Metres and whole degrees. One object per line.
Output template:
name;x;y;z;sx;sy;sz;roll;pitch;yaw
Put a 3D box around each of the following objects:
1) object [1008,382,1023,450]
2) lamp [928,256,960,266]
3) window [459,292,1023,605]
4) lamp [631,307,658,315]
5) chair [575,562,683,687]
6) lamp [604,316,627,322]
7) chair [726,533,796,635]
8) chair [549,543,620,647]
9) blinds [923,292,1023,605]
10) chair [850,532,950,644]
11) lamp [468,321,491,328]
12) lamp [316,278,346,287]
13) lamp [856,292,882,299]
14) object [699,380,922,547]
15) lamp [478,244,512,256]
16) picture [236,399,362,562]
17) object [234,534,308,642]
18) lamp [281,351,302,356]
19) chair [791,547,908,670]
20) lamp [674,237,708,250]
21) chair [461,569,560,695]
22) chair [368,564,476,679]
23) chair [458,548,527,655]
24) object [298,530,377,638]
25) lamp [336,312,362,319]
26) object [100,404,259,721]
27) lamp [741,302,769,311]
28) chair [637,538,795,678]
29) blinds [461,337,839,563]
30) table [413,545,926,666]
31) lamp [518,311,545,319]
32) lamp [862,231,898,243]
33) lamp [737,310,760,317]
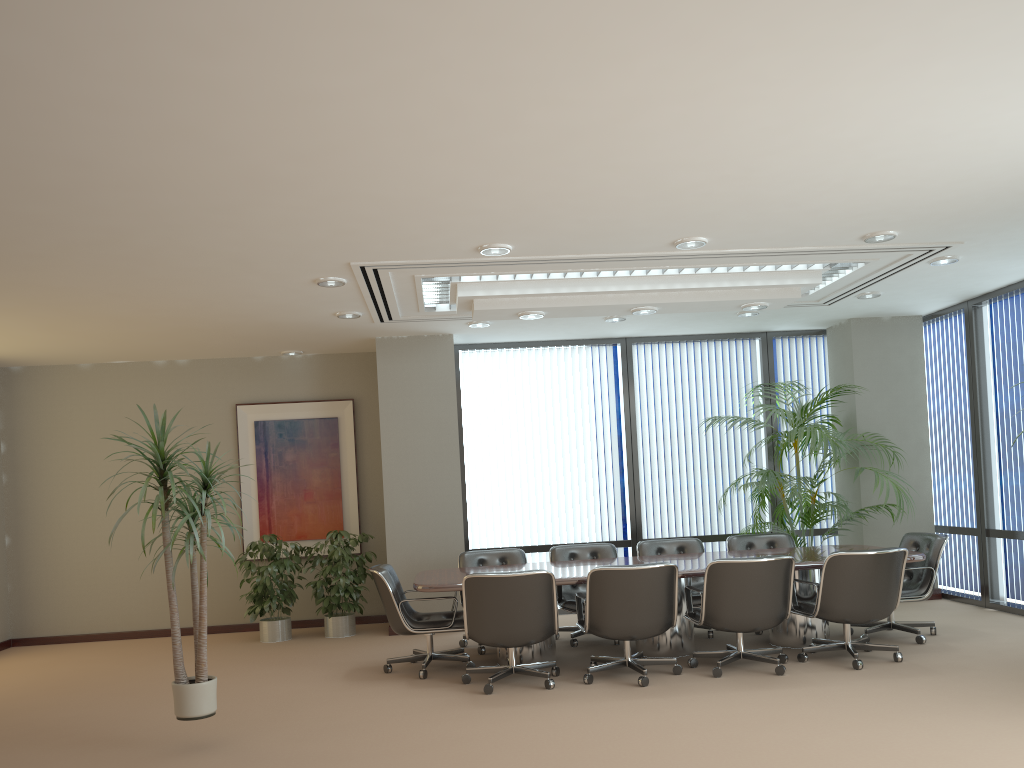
object;4.116;0.783;6.108;1.030;2.308;1.022;-2;-2;-29
lamp;3.395;-0.962;6.925;0.225;0.035;0.227;-1;-7;-15
window;3.407;0.761;8.771;7.413;2.902;3.532;-8;-6;41
lamp;1.101;-0.603;7.341;0.225;0.035;0.226;-5;-7;19
chair;0.857;1.723;6.473;0.758;0.856;0.857;-3;-4;-5
lamp;1.015;-0.633;8.646;0.225;0.035;0.226;-5;-7;19
chair;2.421;1.844;8.231;0.759;0.856;0.857;-3;-4;0
chair;0.729;1.925;8.142;0.758;0.856;0.857;-3;-4;-5
blinds;4.782;0.537;7.539;0.050;2.895;4.961;-3;-5;-5
chair;3.236;1.710;7.454;0.852;0.856;0.763;-3;-3;-5
lamp;-0.316;-0.574;8.543;0.225;0.035;0.226;-5;-7;13
lamp;-1.345;-0.750;6.557;0.225;0.035;0.226;-3;-7;-1
lamp;3.300;-0.814;8.151;0.225;0.035;0.226;-4;-7;6
object;3.029;1.105;9.173;2.170;2.472;2.094;-4;-3;16
lamp;-0.113;-0.893;5.904;0.225;0.035;0.227;-1;-7;-15
picture;-2.364;1.064;9.798;1.295;1.743;0.058;-3;-1;-4
object;-2.438;2.089;9.081;0.735;1.090;0.802;-2;-3;-23
lamp;-2.406;-0.333;9.641;0.225;0.035;0.226;-4;-7;6
chair;2.520;1.654;6.643;0.734;0.856;0.857;-3;-4;-10
lamp;1.218;-0.952;6.007;0.225;0.035;0.226;-5;-7;19
chair;-0.023;1.768;6.450;0.753;0.856;0.861;-3;-4;-1
chair;-0.718;1.887;7.147;0.852;0.856;0.763;-3;-3;-5
chair;-0.114;1.958;8.037;0.758;0.856;0.857;-3;-4;-10
object;-1.811;2.068;9.195;0.738;1.090;0.799;-4;-3;27
lamp;-1.440;-0.602;7.783;0.225;0.035;0.226;-5;-7;13
object;-1.941;1.043;5.179;0.816;1.828;0.809;-2;-2;-29
lamp;2.042;-0.645;7.414;0.225;0.035;0.226;-5;-7;19
chair;1.638;1.786;7.373;0.758;0.853;2.544;-3;-6;-5
blinds;1.950;0.976;9.994;4.891;2.904;0.032;-3;-1;-4
table;1.248;1.856;7.330;4.066;0.747;1.517;-3;-5;-4
lamp;0.160;-0.561;7.268;0.225;0.035;0.226;-5;-7;13
lamp;2.549;-1.012;6.110;0.225;0.035;0.226;-5;-7;19
lamp;2.346;-0.693;8.750;0.225;0.035;0.226;-5;-7;19
